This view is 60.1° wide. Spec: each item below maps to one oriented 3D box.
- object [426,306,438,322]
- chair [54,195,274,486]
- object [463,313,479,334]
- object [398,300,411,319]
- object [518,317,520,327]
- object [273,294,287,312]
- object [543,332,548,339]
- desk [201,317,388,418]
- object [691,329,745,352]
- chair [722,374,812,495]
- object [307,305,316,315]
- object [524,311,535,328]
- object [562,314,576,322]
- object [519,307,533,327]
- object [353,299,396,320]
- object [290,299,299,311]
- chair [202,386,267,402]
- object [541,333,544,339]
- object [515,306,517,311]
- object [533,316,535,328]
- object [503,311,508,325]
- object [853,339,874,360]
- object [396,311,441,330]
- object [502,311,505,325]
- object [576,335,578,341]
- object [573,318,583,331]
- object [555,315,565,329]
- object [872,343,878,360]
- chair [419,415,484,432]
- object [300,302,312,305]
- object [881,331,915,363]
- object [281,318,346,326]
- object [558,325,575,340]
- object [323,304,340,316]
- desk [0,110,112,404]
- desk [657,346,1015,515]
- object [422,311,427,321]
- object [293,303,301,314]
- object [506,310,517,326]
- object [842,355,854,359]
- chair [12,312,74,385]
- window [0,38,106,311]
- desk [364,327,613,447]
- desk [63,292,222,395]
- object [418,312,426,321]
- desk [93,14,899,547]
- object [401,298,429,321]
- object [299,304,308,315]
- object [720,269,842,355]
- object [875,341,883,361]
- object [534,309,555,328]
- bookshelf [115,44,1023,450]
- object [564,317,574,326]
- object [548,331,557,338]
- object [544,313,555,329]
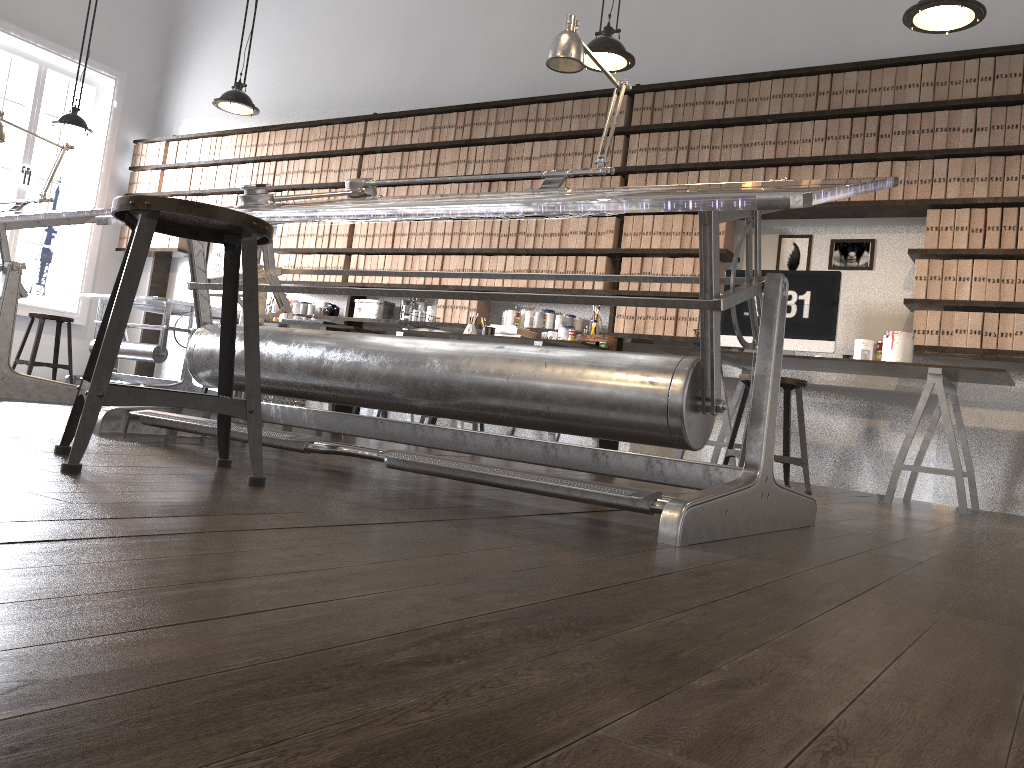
[{"bbox_3d":[-0.590,-0.509,6.588,0.095,0.128,0.093,4,-5,39],"label":"object"},{"bbox_3d":[-0.678,-0.082,1.788,0.357,0.530,0.371,9,-5,-29],"label":"chair"},{"bbox_3d":[-0.286,-0.394,6.196,0.101,0.210,0.101,8,-4,-12],"label":"object"},{"bbox_3d":[-0.839,-0.557,6.892,0.079,0.189,0.078,6,-5,12],"label":"object"},{"bbox_3d":[0.042,-0.428,6.253,0.054,0.102,0.053,4,-5,32],"label":"object"},{"bbox_3d":[-1.956,-0.675,7.436,0.107,0.177,0.107,4,-5,34],"label":"object"},{"bbox_3d":[0.236,-0.290,5.801,0.063,0.094,0.062,8,-4,-16],"label":"object"},{"bbox_3d":[-1.645,-0.100,6.744,1.671,0.672,0.652,5,-4,33],"label":"desk"},{"bbox_3d":[1.208,-0.222,5.186,0.284,0.161,0.202,6,-3,25],"label":"object"},{"bbox_3d":[1.210,0.235,4.190,0.358,0.530,0.370,7,-4,1],"label":"chair"},{"bbox_3d":[-1.651,-0.602,7.277,0.062,0.095,0.061,6,-4,18],"label":"object"},{"bbox_3d":[0.119,-0.438,6.066,0.062,0.120,0.061,7,-4,1],"label":"object"},{"bbox_3d":[0.385,-0.408,6.075,0.094,0.130,0.094,6,-4,20],"label":"object"},{"bbox_3d":[0.099,-0.453,6.188,0.095,0.162,0.093,5,-5,29],"label":"object"},{"bbox_3d":[-1.083,-0.573,6.945,0.317,0.153,0.192,5,-4,32],"label":"object"},{"bbox_3d":[-1.832,-0.641,7.440,0.070,0.131,0.070,8,-5,-19],"label":"object"},{"bbox_3d":[-1.939,-0.078,6.281,0.372,0.530,0.356,4,-5,41],"label":"chair"},{"bbox_3d":[0.223,-0.290,5.866,0.061,0.095,0.061,8,-4,-16],"label":"object"},{"bbox_3d":[0.029,-0.467,6.262,0.041,0.169,0.009,3,-6,36],"label":"object"},{"bbox_3d":[0.160,-0.417,6.140,0.054,0.102,0.054,11,-6,-40],"label":"object"},{"bbox_3d":[-0.027,-0.451,6.208,0.063,0.118,0.062,8,-4,-16],"label":"object"},{"bbox_3d":[1.829,-0.155,4.612,0.094,0.145,0.094,9,-5,-31],"label":"object"},{"bbox_3d":[-0.666,-0.414,6.291,0.204,0.161,0.282,5,-3,33],"label":"object"},{"bbox_3d":[-0.041,-0.450,6.274,0.061,0.120,0.061,8,-5,-16],"label":"object"},{"bbox_3d":[0.433,-0.265,5.634,0.060,0.089,0.059,4,-5,37],"label":"object"},{"bbox_3d":[0.444,-0.391,5.979,0.061,0.096,0.062,9,-5,-25],"label":"object"},{"bbox_3d":[0.320,-0.408,5.924,0.061,0.096,0.062,9,-5,-25],"label":"object"},{"bbox_3d":[1.908,-0.143,4.684,0.095,0.143,0.097,10,-5,-40],"label":"object"},{"bbox_3d":[-0.322,0.080,5.151,0.372,0.530,0.357,7,-4,6],"label":"chair"},{"bbox_3d":[-1.731,-0.619,7.420,0.093,0.128,0.095,9,-4,-27],"label":"object"},{"bbox_3d":[1.958,-0.163,4.497,0.144,0.197,0.144,7,-4,5],"label":"object"},{"bbox_3d":[-1.434,-0.436,6.529,0.446,0.034,0.310,6,-2,33],"label":"object"},{"bbox_3d":[0.346,-0.301,5.665,0.105,0.142,0.103,4,-5,40],"label":"object"},{"bbox_3d":[-1.473,-0.593,7.149,0.171,0.109,0.090,5,-4,33],"label":"object"},{"bbox_3d":[-2.893,-0.705,4.338,2.284,1.392,1.070,5,-4,33],"label":"desk"},{"bbox_3d":[1.628,0.227,4.624,1.671,0.672,0.652,5,-4,33],"label":"desk"},{"bbox_3d":[-0.658,-0.500,6.695,0.062,0.094,0.063,7,-4,-5],"label":"object"},{"bbox_3d":[-1.781,-0.616,7.318,0.062,0.095,0.061,6,-4,18],"label":"object"},{"bbox_3d":[-0.004,-0.451,6.142,0.062,0.120,0.061,8,-4,-7],"label":"object"},{"bbox_3d":[1.838,-0.145,4.791,0.097,0.143,0.091,6,-4,12],"label":"object"},{"bbox_3d":[-3.549,-0.260,6.745,0.372,0.530,0.356,4,-5,41],"label":"chair"},{"bbox_3d":[-4.453,-1.873,8.067,0.153,2.319,1.237,4,-5,33],"label":"window"},{"bbox_3d":[-0.167,0.048,5.786,1.671,0.672,0.652,5,-4,33],"label":"desk"},{"bbox_3d":[-3.005,-0.457,7.624,1.271,1.102,1.065,5,-4,33],"label":"desk"},{"bbox_3d":[-0.631,-0.494,6.658,0.180,0.094,0.062,9,-5,-43],"label":"object"},{"bbox_3d":[-0.083,-0.424,2.518,2.072,1.393,1.070,5,-4,33],"label":"desk"},{"bbox_3d":[-0.756,-0.600,6.754,0.181,0.273,0.155,6,-4,17],"label":"object"},{"bbox_3d":[-1.715,-0.609,7.293,0.062,0.094,0.063,6,-4,18],"label":"object"},{"bbox_3d":[1.497,-0.374,4.956,0.644,0.520,0.203,5,-5,33],"label":"object"},{"bbox_3d":[1.923,-0.145,4.597,0.068,0.155,0.068,6,-5,9],"label":"object"},{"bbox_3d":[0.213,-0.441,6.127,0.094,0.162,0.204,4,-4,34],"label":"object"},{"bbox_3d":[-0.004,-0.471,6.322,9.194,3.221,0.371,6,-5,33],"label":"bookshelf"},{"bbox_3d":[0.382,-0.400,5.947,0.062,0.095,0.063,9,-4,-25],"label":"object"},{"bbox_3d":[0.259,-0.290,5.735,0.062,0.095,0.061,8,-4,-7],"label":"object"},{"bbox_3d":[0.255,-0.422,6.060,0.062,0.120,0.061,7,-4,1],"label":"object"}]
